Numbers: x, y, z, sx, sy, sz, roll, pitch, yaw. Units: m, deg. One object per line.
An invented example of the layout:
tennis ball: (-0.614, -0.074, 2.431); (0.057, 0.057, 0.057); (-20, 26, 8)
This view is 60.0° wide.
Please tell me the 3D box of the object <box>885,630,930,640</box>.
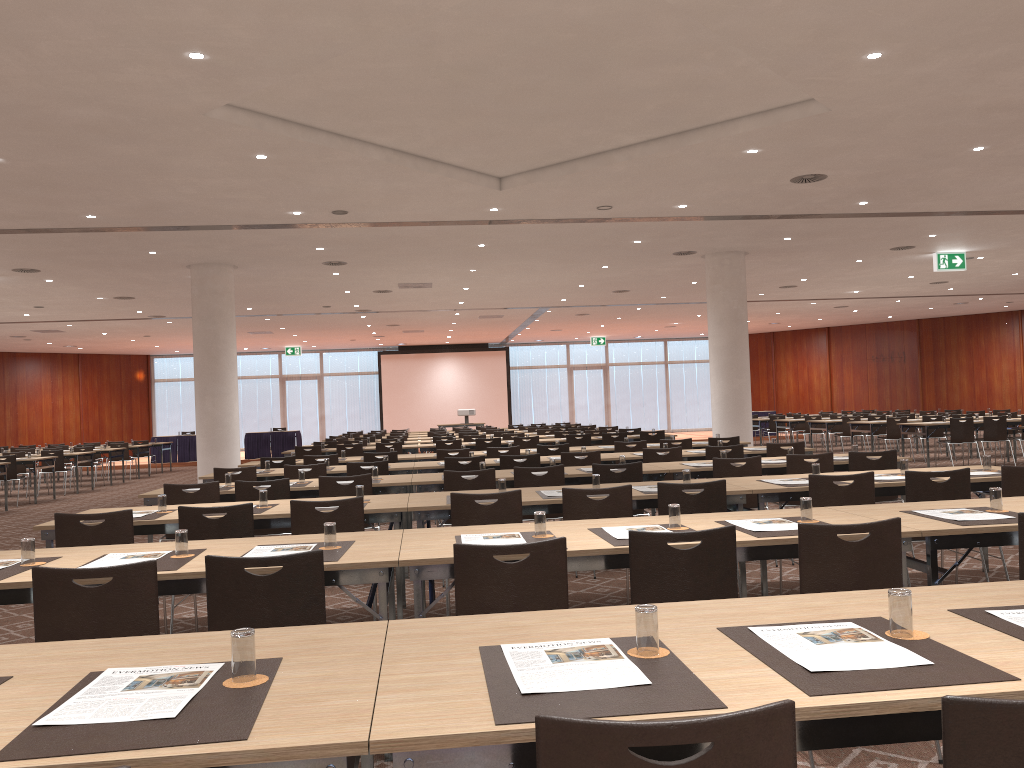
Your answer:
object: (0.989, 0.627, 2.220); (0.102, 0.001, 0.102); (-1, -2, -40)

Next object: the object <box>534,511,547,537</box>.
object: (0.132, 0.653, 4.134); (0.054, 0.114, 0.054); (-2, -1, -17)

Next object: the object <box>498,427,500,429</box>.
object: (-0.322, 1.121, 21.681); (0.054, 0.114, 0.054); (-3, -1, 28)

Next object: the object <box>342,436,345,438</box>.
object: (-3.667, 1.195, 19.330); (0.054, 0.114, 0.054); (-1, -1, -40)

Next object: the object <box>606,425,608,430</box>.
object: (2.132, 0.977, 19.914); (0.054, 0.114, 0.054); (-1, -1, -40)

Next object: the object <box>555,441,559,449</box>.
object: (0.626, 0.841, 12.226); (0.054, 0.114, 0.054); (-2, -1, -17)

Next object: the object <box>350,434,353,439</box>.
object: (-3.860, 1.253, 21.321); (0.054, 0.114, 0.054); (-1, -1, -40)

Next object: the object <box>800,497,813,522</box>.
object: (1.420, 0.605, 4.279); (0.054, 0.114, 0.054); (-2, -1, -17)

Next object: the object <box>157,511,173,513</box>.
object: (-2.313, 0.853, 5.902); (0.102, 0.001, 0.102); (-1, -2, -40)

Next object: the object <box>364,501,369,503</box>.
object: (-1.015, 0.805, 6.031); (0.102, 0.001, 0.102); (-2, -2, -17)

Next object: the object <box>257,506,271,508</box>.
object: (-1.666, 0.829, 5.961); (0.102, 0.001, 0.102); (-2, -2, -17)

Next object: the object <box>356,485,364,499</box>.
object: (-1.034, 0.748, 6.033); (0.054, 0.114, 0.054); (-1, -1, -40)

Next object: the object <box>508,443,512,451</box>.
object: (-0.027, 0.865, 12.164); (0.054, 0.114, 0.054); (-2, -1, -17)

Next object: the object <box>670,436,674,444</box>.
object: (2.242, 0.780, 12.403); (0.054, 0.114, 0.054); (-3, -1, 28)

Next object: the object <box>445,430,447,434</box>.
object: (-1.608, 1.169, 21.552); (0.054, 0.114, 0.054); (-3, -1, 28)

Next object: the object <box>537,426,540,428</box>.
object: (0.654, 1.084, 21.780); (0.054, 0.114, 0.054); (-3, -1, 28)

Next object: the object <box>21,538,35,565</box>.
object: (-2.132, 0.738, 3.907); (0.054, 0.114, 0.054); (-2, -1, -17)

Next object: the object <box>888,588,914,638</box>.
object: (0.969, 0.570, 2.211); (0.054, 0.114, 0.054); (-1, -1, -40)

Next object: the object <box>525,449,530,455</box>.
object: (0.182, 0.806, 10.178); (0.054, 0.114, 0.054); (-3, -1, 28)

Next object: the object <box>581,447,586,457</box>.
object: (0.828, 0.782, 10.239); (0.054, 0.114, 0.054); (-3, -1, 28)

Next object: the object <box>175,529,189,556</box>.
object: (-1.485, 0.714, 3.987); (0.054, 0.114, 0.054); (-2, -1, 5)

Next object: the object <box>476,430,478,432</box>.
object: (-0.771, 1.086, 19.619); (0.054, 0.114, 0.054); (-3, -1, 28)

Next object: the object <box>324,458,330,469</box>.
object: (-2.078, 0.890, 9.953); (0.054, 0.114, 0.054); (-2, -1, 5)

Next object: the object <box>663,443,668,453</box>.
object: (1.791, 0.746, 10.338); (0.054, 0.114, 0.054); (-1, -1, -40)

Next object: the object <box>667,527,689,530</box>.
object: (0.787, 0.686, 4.208); (0.102, 0.001, 0.102); (-1, -2, -40)

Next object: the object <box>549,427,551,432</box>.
object: (0.853, 1.026, 19.795); (0.054, 0.114, 0.054); (-3, -1, 28)

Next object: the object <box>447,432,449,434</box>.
object: (-1.410, 1.110, 19.557); (0.054, 0.114, 0.054); (-3, -1, 28)

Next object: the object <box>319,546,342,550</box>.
object: (-0.827, 0.746, 4.037); (0.102, 0.001, 0.102); (-2, -2, -17)

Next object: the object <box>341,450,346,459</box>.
object: (-2.271, 0.949, 11.938); (0.054, 0.114, 0.054); (-2, -1, 5)

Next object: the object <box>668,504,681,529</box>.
object: (0.774, 0.629, 4.217); (0.054, 0.114, 0.054); (-2, -1, -17)

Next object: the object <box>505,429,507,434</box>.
object: (-0.127, 1.062, 19.693); (0.054, 0.114, 0.054); (-3, -1, 28)

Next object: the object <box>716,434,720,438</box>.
object: (2.893, 0.756, 12.464); (0.054, 0.114, 0.054); (-2, -1, -17)

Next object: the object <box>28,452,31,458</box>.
object: (-9.124, 1.347, 16.767); (0.054, 0.114, 0.054); (-1, -1, -40)

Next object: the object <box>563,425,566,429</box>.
object: (1.295, 1.060, 21.838); (0.054, 0.114, 0.054); (-3, -1, 28)

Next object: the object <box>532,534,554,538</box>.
object: (0.145, 0.710, 4.137); (0.102, 0.001, 0.102); (-1, -2, -40)

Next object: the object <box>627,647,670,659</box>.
object: (0.331, 0.651, 2.153); (0.102, 0.001, 0.102); (-1, -2, -40)

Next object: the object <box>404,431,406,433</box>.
object: (-2.584, 1.206, 21.464); (0.054, 0.114, 0.054); (-3, -1, 28)

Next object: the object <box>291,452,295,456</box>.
object: (-2.928, 0.974, 11.867); (0.054, 0.114, 0.054); (-2, -1, -17)

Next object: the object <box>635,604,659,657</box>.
object: (0.326, 0.594, 2.143); (0.054, 0.114, 0.054); (-1, -1, -40)

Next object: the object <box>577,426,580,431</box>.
object: (1.484, 1.002, 19.860); (0.054, 0.114, 0.054); (-3, -1, 28)

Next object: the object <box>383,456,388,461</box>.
object: (-1.424, 0.866, 10.008); (0.054, 0.114, 0.054); (-2, -1, 5)

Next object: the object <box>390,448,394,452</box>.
object: (-1.622, 0.925, 12.012); (0.054, 0.114, 0.054); (-3, -1, 28)

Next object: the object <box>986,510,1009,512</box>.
object: (2.390, 0.626, 4.368); (0.102, 0.001, 0.102); (-3, -2, 28)

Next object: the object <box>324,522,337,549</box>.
object: (-0.828, 0.689, 4.039); (0.054, 0.114, 0.054); (-3, -1, 28)

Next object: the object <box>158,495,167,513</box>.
object: (-2.332, 0.797, 5.912); (0.054, 0.114, 0.054); (-3, -1, 28)

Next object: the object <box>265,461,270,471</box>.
object: (-2.727, 0.915, 9.892); (0.054, 0.114, 0.054); (-3, -1, 28)

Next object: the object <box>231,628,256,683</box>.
object: (-0.625, 0.630, 2.064); (0.054, 0.114, 0.054); (-1, -1, -40)

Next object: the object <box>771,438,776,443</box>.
object: (3.092, 0.697, 10.464); (0.054, 0.114, 0.054); (-3, -1, 28)

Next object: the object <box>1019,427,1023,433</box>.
object: (8.889, 1.010, 13.099); (2.267, 0.833, 0.953); (-2, -1, -6)

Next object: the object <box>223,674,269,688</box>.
object: (-0.615, 0.687, 2.050); (0.102, 0.001, 0.102); (-1, -2, -40)

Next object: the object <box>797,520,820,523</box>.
object: (1.427, 0.662, 4.271); (0.102, 0.001, 0.102); (-3, -2, 28)

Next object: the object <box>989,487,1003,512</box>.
object: (2.387, 0.569, 4.373); (0.054, 0.114, 0.054); (-3, -1, 28)

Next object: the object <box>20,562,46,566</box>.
object: (-2.111, 0.794, 3.910); (0.102, 0.001, 0.102); (-2, -2, -17)

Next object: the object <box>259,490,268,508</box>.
object: (-1.674, 0.772, 5.972); (0.054, 0.114, 0.054); (-1, -1, -40)

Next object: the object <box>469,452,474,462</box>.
object: (-0.460, 0.830, 10.118); (0.054, 0.114, 0.054); (-3, -1, 28)

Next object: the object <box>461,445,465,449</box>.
object: (-0.662, 0.889, 12.104); (0.054, 0.114, 0.054); (-2, -1, -17)

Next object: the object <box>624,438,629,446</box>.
object: (1.591, 0.805, 12.329); (0.054, 0.114, 0.054); (-2, -1, 5)

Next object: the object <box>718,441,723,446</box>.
object: (2.441, 0.721, 10.398); (0.054, 0.114, 0.054); (-1, -1, -40)

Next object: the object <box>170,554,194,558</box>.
object: (-1.475, 0.770, 3.971); (0.102, 0.001, 0.102); (-3, -2, 28)
